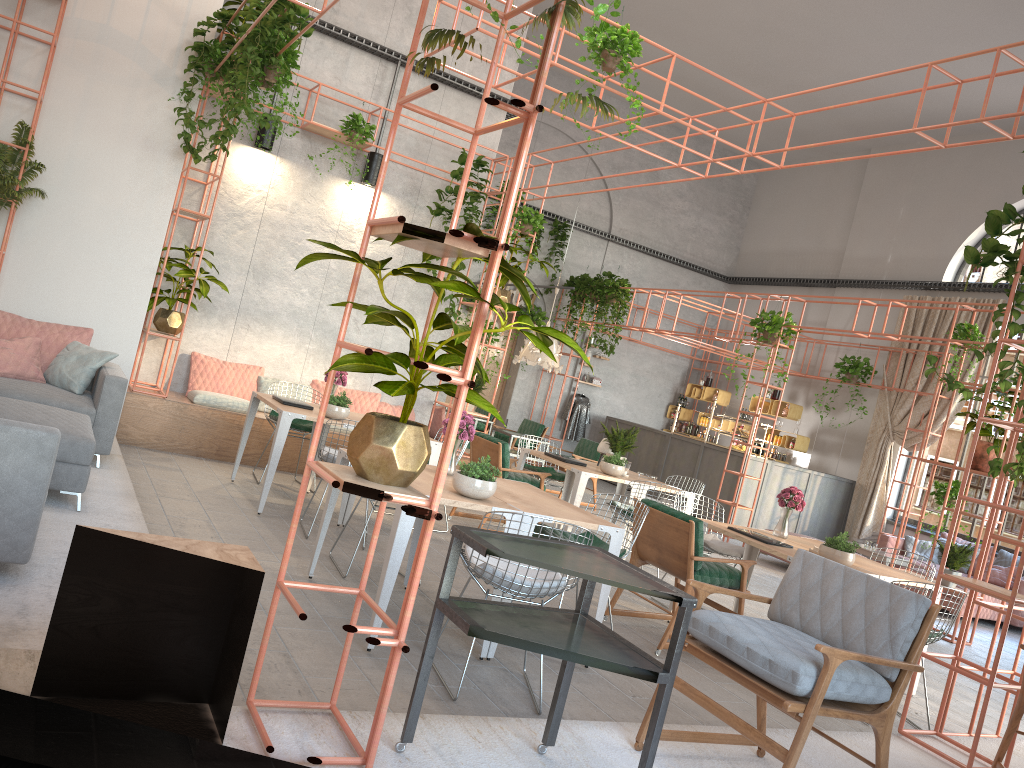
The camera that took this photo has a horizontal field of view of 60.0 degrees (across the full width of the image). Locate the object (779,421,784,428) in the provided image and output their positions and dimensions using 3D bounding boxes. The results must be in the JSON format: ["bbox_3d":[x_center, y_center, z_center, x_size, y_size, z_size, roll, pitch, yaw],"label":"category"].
[{"bbox_3d":[4.848,0.757,15.991,0.083,0.159,0.083,14,0,17],"label":"object"}]

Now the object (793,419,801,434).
[{"bbox_3d":[5.088,0.761,15.817,0.075,0.273,0.075,14,1,-39],"label":"object"}]

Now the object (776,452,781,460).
[{"bbox_3d":[4.794,1.299,15.939,0.073,0.131,0.073,14,1,-35],"label":"object"}]

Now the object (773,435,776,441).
[{"bbox_3d":[4.812,1.021,16.193,0.069,0.191,0.069,14,0,11],"label":"object"}]

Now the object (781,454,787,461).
[{"bbox_3d":[4.915,1.329,16.012,0.073,0.131,0.073,14,1,-35],"label":"object"}]

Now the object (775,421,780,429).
[{"bbox_3d":[4.807,0.746,16.071,0.083,0.159,0.083,14,0,17],"label":"object"}]

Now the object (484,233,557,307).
[{"bbox_3d":[0.003,-1.340,10.328,0.934,0.947,0.903,14,1,23],"label":"object"}]

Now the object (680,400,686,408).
[{"bbox_3d":[3.553,0.414,18.503,0.115,0.147,0.115,14,0,17],"label":"object"}]

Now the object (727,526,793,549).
[{"bbox_3d":[1.811,1.126,6.484,0.268,0.031,0.427,14,1,-28],"label":"object"}]

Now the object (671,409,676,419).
[{"bbox_3d":[3.420,0.639,18.635,0.131,0.207,0.131,14,0,17],"label":"object"}]

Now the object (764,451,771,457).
[{"bbox_3d":[4.646,1.272,16.096,0.115,0.107,0.115,14,1,-31],"label":"object"}]

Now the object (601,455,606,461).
[{"bbox_3d":[1.069,0.824,9.473,0.165,0.154,0.210,14,1,-38],"label":"object"}]

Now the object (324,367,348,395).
[{"bbox_3d":[-1.599,0.029,7.956,0.213,0.414,0.225,14,1,-36],"label":"object"}]

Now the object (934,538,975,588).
[{"bbox_3d":[4.648,1.876,9.329,0.438,0.527,0.368,14,1,-28],"label":"object"}]

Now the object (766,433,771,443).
[{"bbox_3d":[4.682,0.988,16.121,0.069,0.191,0.069,14,0,-16],"label":"object"}]

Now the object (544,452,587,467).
[{"bbox_3d":[0.536,0.757,8.932,0.268,0.031,0.427,14,1,-28],"label":"object"}]

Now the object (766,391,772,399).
[{"bbox_3d":[4.746,0.208,16.382,0.088,0.123,0.088,14,1,28],"label":"object"}]

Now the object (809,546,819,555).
[{"bbox_3d":[2.213,1.204,6.425,0.115,0.073,0.115,14,1,-34],"label":"object"}]

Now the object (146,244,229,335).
[{"bbox_3d":[-3.285,-0.947,8.720,0.934,0.919,0.903,14,1,33],"label":"object"}]

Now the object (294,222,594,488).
[{"bbox_3d":[-0.255,-0.105,2.934,0.934,0.923,0.903,14,1,28],"label":"object"}]

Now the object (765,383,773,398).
[{"bbox_3d":[4.847,0.139,16.607,0.134,0.301,0.134,14,1,-39],"label":"object"}]

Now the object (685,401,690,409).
[{"bbox_3d":[3.665,0.442,18.565,0.115,0.147,0.115,14,0,17],"label":"object"}]

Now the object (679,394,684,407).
[{"bbox_3d":[3.575,0.345,18.626,0.066,0.291,0.066,14,1,-22],"label":"object"}]

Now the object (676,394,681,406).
[{"bbox_3d":[3.509,0.329,18.589,0.066,0.291,0.066,14,1,32],"label":"object"}]

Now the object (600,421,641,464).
[{"bbox_3d":[1.083,0.638,9.015,0.438,0.527,0.368,14,1,-28],"label":"object"}]

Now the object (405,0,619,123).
[{"bbox_3d":[0.011,-0.999,2.484,0.894,1.101,0.900,14,1,26],"label":"object"}]

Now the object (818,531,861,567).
[{"bbox_3d":[2.255,1.130,6.131,0.247,0.247,0.252,14,1,-28],"label":"object"}]

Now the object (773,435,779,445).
[{"bbox_3d":[4.756,1.008,15.977,0.069,0.191,0.069,14,0,7],"label":"object"}]

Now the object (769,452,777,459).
[{"bbox_3d":[4.705,1.288,15.982,0.115,0.107,0.115,14,1,28],"label":"object"}]

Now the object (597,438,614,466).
[{"bbox_3d":[1.008,0.737,9.339,0.241,0.313,0.241,14,0,17],"label":"object"}]

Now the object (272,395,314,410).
[{"bbox_3d":[-1.881,0.158,7.604,0.268,0.031,0.427,14,1,-28],"label":"object"}]

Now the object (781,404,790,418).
[{"bbox_3d":[4.969,0.486,16.064,0.137,0.261,0.137,14,0,8],"label":"object"}]

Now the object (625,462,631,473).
[{"bbox_3d":[1.192,0.870,9.301,0.095,0.119,0.095,14,0,-4],"label":"object"}]

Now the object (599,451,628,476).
[{"bbox_3d":[0.981,0.762,8.578,0.248,0.247,0.254,14,1,-28],"label":"object"}]

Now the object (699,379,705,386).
[{"bbox_3d":[3.873,-0.027,18.076,0.088,0.123,0.088,14,1,28],"label":"object"}]

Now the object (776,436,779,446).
[{"bbox_3d":[4.850,1.031,16.119,0.069,0.191,0.069,14,0,10],"label":"object"}]

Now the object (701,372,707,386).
[{"bbox_3d":[3.975,-0.096,18.301,0.134,0.301,0.134,14,1,-39],"label":"object"}]

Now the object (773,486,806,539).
[{"bbox_3d":[2.153,0.999,6.918,0.213,0.414,0.225,14,1,-36],"label":"object"}]

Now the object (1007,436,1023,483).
[{"bbox_3d":[3.558,0.506,5.555,0.894,1.100,0.900,14,0,1],"label":"object"}]

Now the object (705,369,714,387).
[{"bbox_3d":[4.041,-0.121,18.115,0.134,0.386,0.134,14,0,6],"label":"object"}]

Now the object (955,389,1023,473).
[{"bbox_3d":[5.109,0.481,9.272,0.923,0.946,0.924,14,1,28],"label":"object"}]

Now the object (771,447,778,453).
[{"bbox_3d":[4.758,1.193,16.067,0.115,0.107,0.115,14,1,28],"label":"object"}]

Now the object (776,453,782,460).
[{"bbox_3d":[4.812,1.315,16.040,0.115,0.107,0.115,14,1,-22],"label":"object"}]

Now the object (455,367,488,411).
[{"bbox_3d":[-0.482,0.051,10.365,0.438,0.527,0.368,14,1,-28],"label":"object"}]

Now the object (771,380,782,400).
[{"bbox_3d":[4.914,0.114,16.421,0.134,0.386,0.134,14,1,-39],"label":"object"}]

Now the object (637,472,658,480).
[{"bbox_3d":[1.417,0.968,9.301,0.218,0.041,0.218,14,0,-20],"label":"object"}]

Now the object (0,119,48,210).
[{"bbox_3d":[-4.398,-1.716,7.429,0.894,1.097,0.900,14,0,1],"label":"object"}]

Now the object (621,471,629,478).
[{"bbox_3d":[1.116,0.885,8.842,0.115,0.078,0.115,14,1,-22],"label":"object"}]

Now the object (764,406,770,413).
[{"bbox_3d":[4.728,0.484,16.370,0.123,0.142,0.141,14,1,-28],"label":"object"}]

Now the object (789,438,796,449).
[{"bbox_3d":[4.977,1.058,15.645,0.131,0.207,0.131,14,0,17],"label":"object"}]

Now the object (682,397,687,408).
[{"bbox_3d":[3.645,0.363,18.663,0.066,0.291,0.066,14,0,12],"label":"object"}]
